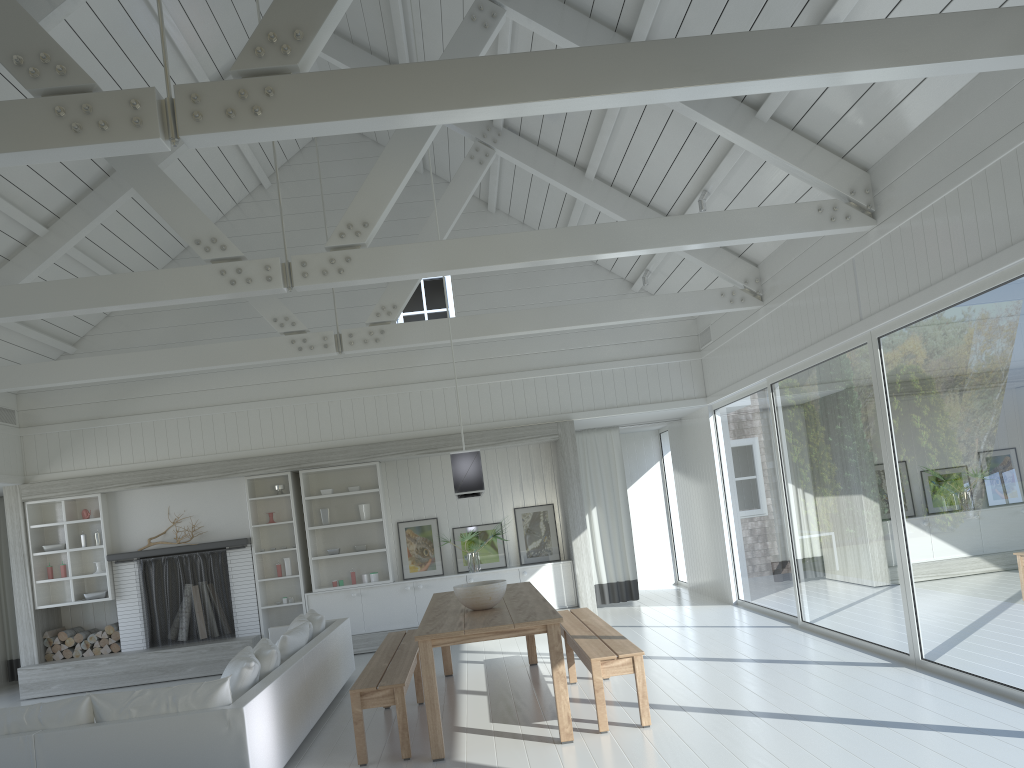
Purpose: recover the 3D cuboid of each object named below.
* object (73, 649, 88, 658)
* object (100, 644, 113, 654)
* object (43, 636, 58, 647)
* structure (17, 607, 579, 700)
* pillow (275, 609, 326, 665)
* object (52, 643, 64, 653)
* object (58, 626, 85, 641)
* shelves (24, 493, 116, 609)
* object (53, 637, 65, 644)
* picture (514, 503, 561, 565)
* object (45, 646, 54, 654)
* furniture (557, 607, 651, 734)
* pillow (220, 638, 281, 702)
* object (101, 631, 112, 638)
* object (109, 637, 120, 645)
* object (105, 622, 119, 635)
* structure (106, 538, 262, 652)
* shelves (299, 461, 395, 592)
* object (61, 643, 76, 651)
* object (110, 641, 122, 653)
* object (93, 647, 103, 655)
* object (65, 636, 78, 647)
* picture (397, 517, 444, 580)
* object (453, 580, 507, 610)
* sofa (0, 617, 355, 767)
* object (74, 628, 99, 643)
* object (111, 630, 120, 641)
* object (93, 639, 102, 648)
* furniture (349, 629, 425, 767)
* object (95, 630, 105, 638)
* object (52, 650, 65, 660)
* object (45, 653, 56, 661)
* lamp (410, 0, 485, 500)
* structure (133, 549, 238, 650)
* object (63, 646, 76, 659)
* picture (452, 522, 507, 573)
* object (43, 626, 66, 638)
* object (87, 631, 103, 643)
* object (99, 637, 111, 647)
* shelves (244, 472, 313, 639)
[{"bbox_3d":[-5.049,3.150,10.461,0.105,0.114,0.521,-7,-8,-5],"label":"object"},{"bbox_3d":[-4.724,3.129,10.486,0.134,0.146,0.552,-7,-8,-4],"label":"object"},{"bbox_3d":[-5.382,3.026,10.441,0.109,0.109,0.498,-6,-8,-5],"label":"object"},{"bbox_3d":[-2.383,3.122,10.909,6.344,0.345,1.897,-6,-8,-3],"label":"structure"},{"bbox_3d":[-1.838,2.277,7.620,0.461,0.475,2.077,-6,-8,-11],"label":"pillow"},{"bbox_3d":[-5.288,3.101,10.443,0.109,0.109,0.498,-6,-8,-5],"label":"object"},{"bbox_3d":[-5.220,2.959,10.452,0.110,0.110,0.498,-6,-8,-5],"label":"object"},{"bbox_3d":[-5.119,1.961,10.408,0.865,1.234,0.552,-7,-3,-3],"label":"shelves"},{"bbox_3d":[-5.286,3.007,10.433,0.080,0.079,0.482,-6,-8,-5],"label":"object"},{"bbox_3d":[0.309,1.837,10.771,0.494,0.701,0.066,-7,-2,-3],"label":"picture"},{"bbox_3d":[-5.372,3.113,10.425,0.080,0.079,0.482,-6,-8,-5],"label":"object"},{"bbox_3d":[0.620,2.123,6.817,0.340,0.468,2.702,-7,-8,-4],"label":"furniture"},{"bbox_3d":[-1.795,2.033,5.957,0.465,0.475,1.331,-6,-7,-12],"label":"pillow"},{"bbox_3d":[-4.748,2.946,10.462,0.080,0.079,0.482,-6,-8,-5],"label":"object"},{"bbox_3d":[-4.658,3.019,10.470,0.080,0.079,0.482,-6,-8,-5],"label":"object"},{"bbox_3d":[-4.690,2.892,10.481,0.110,0.110,0.498,-6,-8,-5],"label":"object"},{"bbox_3d":[-3.805,2.568,10.561,1.615,1.281,0.865,-7,-4,-3],"label":"structure"},{"bbox_3d":[-1.975,1.727,10.702,0.938,1.437,0.608,-7,-3,-3],"label":"shelves"},{"bbox_3d":[-5.197,3.081,10.441,0.080,0.079,0.482,-6,-8,-5],"label":"object"},{"bbox_3d":[-4.623,3.100,10.476,0.110,0.110,0.498,-6,-8,-5],"label":"object"},{"bbox_3d":[-4.824,3.145,10.472,0.108,0.105,0.519,-6,-8,-5],"label":"object"},{"bbox_3d":[-5.141,3.029,10.453,0.109,0.109,0.498,-6,-8,-5],"label":"object"},{"bbox_3d":[-1.110,1.998,10.694,0.494,0.701,0.066,-7,-2,-3],"label":"picture"},{"bbox_3d":[-0.222,1.536,6.378,0.388,0.184,0.393,-5,-7,-12],"label":"object"},{"bbox_3d":[-3.216,2.417,6.618,3.473,0.734,4.167,-6,-8,-3],"label":"sofa"},{"bbox_3d":[-5.043,2.983,10.459,0.109,0.109,0.498,-6,-8,-5],"label":"object"},{"bbox_3d":[-4.617,2.964,10.481,0.109,0.109,0.498,-6,-8,-5],"label":"object"},{"bbox_3d":[-4.833,3.052,10.454,0.080,0.079,0.482,-6,-8,-5],"label":"object"},{"bbox_3d":[-0.866,2.292,6.737,0.340,0.468,2.702,-7,-8,-4],"label":"furniture"},{"bbox_3d":[-4.812,2.942,10.459,0.086,0.091,0.483,-6,-8,-5],"label":"object"},{"bbox_3d":[-5.263,3.190,10.457,0.134,0.146,0.552,-7,-8,-4],"label":"object"},{"bbox_3d":[-5.363,3.206,10.443,0.108,0.105,0.519,-6,-8,-5],"label":"object"},{"bbox_3d":[-0.580,-1.233,6.842,0.200,4.226,1.917,-7,-3,-4],"label":"lamp"},{"bbox_3d":[-3.790,2.493,10.208,1.097,1.059,0.117,-7,-2,-3],"label":"structure"},{"bbox_3d":[-5.161,3.161,10.447,0.110,0.110,0.498,-6,-8,-5],"label":"object"},{"bbox_3d":[-0.394,1.994,10.740,0.608,0.551,0.054,-7,-2,-3],"label":"picture"},{"bbox_3d":[-5.409,2.938,10.430,0.080,0.079,0.482,-6,-8,-5],"label":"object"},{"bbox_3d":[-4.887,2.992,10.467,0.109,0.109,0.498,-6,-8,-5],"label":"object"},{"bbox_3d":[-4.749,3.040,10.472,0.109,0.109,0.498,-6,-8,-5],"label":"object"},{"bbox_3d":[-2.777,2.095,10.648,0.540,1.992,0.608,-7,-2,-3],"label":"shelves"}]
